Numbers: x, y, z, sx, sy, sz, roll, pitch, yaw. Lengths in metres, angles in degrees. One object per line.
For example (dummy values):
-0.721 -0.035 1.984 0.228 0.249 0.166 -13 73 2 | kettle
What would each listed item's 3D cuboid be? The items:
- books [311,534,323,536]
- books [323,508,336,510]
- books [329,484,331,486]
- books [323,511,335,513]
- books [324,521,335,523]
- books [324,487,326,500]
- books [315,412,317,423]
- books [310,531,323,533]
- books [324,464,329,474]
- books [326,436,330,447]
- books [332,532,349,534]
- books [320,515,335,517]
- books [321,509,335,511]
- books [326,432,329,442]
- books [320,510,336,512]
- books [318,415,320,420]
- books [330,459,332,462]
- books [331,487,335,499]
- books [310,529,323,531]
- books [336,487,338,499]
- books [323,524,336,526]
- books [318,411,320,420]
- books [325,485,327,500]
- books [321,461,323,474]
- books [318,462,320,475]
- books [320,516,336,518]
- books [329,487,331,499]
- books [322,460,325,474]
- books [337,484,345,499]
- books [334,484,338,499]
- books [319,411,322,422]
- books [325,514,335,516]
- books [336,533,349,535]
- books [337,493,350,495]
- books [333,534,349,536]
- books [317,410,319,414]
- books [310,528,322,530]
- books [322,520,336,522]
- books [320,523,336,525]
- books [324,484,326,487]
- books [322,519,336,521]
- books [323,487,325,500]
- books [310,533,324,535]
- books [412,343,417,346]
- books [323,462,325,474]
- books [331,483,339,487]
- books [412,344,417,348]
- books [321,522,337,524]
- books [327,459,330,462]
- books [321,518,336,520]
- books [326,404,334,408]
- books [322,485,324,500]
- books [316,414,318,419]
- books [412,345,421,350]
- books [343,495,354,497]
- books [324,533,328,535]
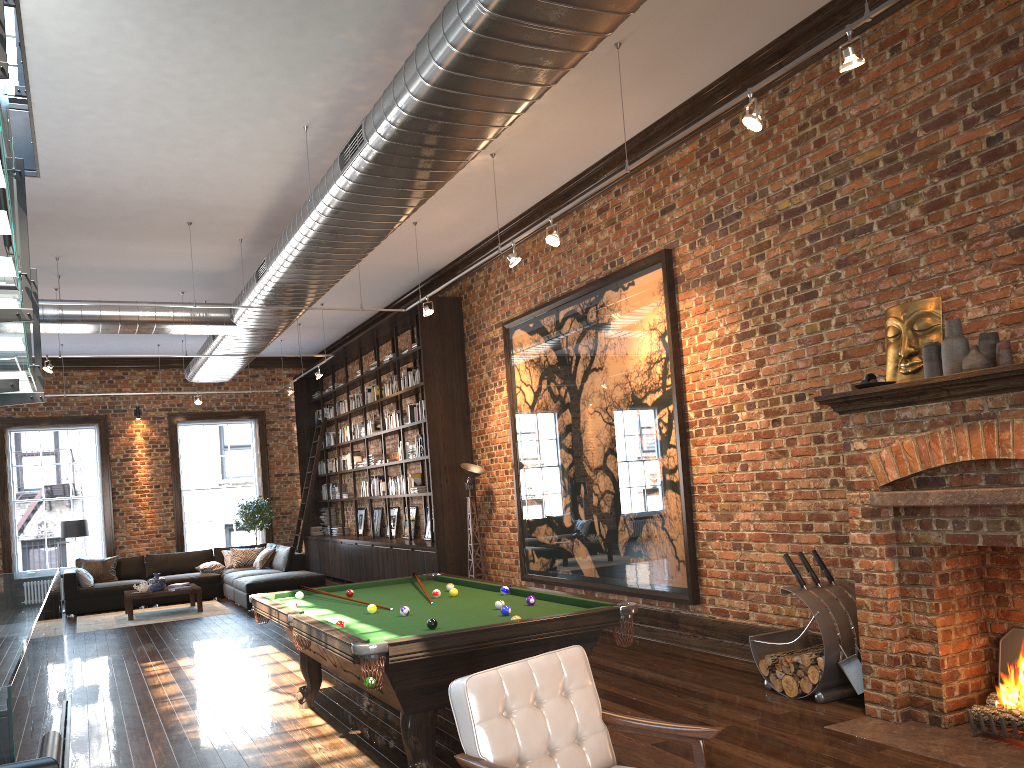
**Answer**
-3.911 3.019 17.759 0.207 0.013 0.281 -1 -7 -25 | books
-3.674 2.512 17.841 0.180 0.012 0.308 -1 -7 -27 | books
-3.561 2.137 17.620 0.139 0.303 0.016 -3 -2 -26 | books
-3.680 2.568 17.834 0.184 0.030 0.266 -2 -7 -21 | books
-3.667 2.774 17.833 0.183 0.033 0.272 -2 -7 -21 | books
-3.687 2.190 17.837 0.177 0.265 0.026 -3 -2 -26 | books
-3.901 0.705 18.027 0.186 0.274 0.015 -3 -2 -26 | books
-3.916 2.963 17.760 0.199 0.019 0.257 -1 -7 -24 | books
-3.625 1.681 17.608 0.187 0.211 0.035 -2 -2 -26 | books
-3.523 1.129 17.333 0.191 0.228 0.034 -2 -2 -26 | books
-3.283 2.853 16.987 0.226 0.007 0.373 -1 -7 -29 | books
-3.696 2.648 17.821 0.240 0.019 0.230 0 -8 -31 | books
-3.692 2.537 17.831 0.207 0.021 0.249 0 -8 -31 | books
-3.547 1.100 17.391 0.188 0.302 0.014 -3 -2 -26 | books
-3.703 2.551 17.824 0.251 0.006 0.273 -1 -7 -27 | books
-3.792 0.718 17.820 0.181 0.186 0.032 -2 -2 -26 | books
-3.450 1.593 17.275 0.159 0.284 0.014 -3 -2 -26 | books
-3.397 2.113 17.198 0.212 0.232 0.019 -2 -2 -26 | books
-3.917 2.920 17.762 0.205 0.015 0.266 -1 -7 -28 | books
-3.307 2.093 17.079 0.164 0.231 0.026 -3 -2 -26 | books
-3.675 2.828 17.825 0.210 0.019 0.344 -2 -7 -22 | books
-3.809 0.681 17.848 0.177 0.268 0.029 -3 -2 -26 | books
-3.633 2.156 17.724 0.183 0.300 0.015 -3 -2 -26 | books
-3.753 1.688 17.890 0.170 0.281 0.027 -3 -2 -26 | books
-3.845 1.722 18.040 0.186 0.260 0.014 -3 -2 -26 | books
-3.696 2.672 17.820 0.260 0.028 0.318 -1 -7 -26 | books
-3.521 2.148 17.481 0.187 0.243 0.026 -3 -2 -26 | books
-3.692 1.658 17.734 0.187 0.296 0.016 -3 -2 -26 | books
-3.275 2.060 17.031 0.129 0.281 0.030 -3 -2 -26 | books
-3.352 2.082 17.193 0.159 0.284 0.014 -3 -2 -26 | books
-3.724 0.656 17.657 0.190 0.262 0.066 -3 -2 -26 | books
-3.667 2.633 17.837 0.171 0.010 0.327 -2 -7 -23 | books
-3.273 2.868 16.991 0.228 0.008 0.330 -1 -7 -26 | books
-3.198 2.090 16.857 0.159 0.007 0.329 0 -8 -30 | books
-3.282 2.891 16.985 0.228 0.008 0.333 0 -8 -30 | books
-3.863 0.682 17.988 0.180 0.306 0.014 -3 -2 -26 | books
-3.927 2.906 17.758 0.185 0.013 0.274 -1 -7 -24 | books
-3.671 2.753 17.832 0.207 0.009 0.346 -1 -7 -25 | books
-3.688 2.815 17.820 0.245 0.008 0.310 -1 -7 -29 | books
-3.715 2.175 17.917 0.157 0.318 0.013 -3 -2 -26 | books
-3.685 2.733 17.821 0.219 0.006 0.353 -2 -7 -22 | books
-3.701 2.195 17.852 0.173 0.261 0.015 -3 -2 -26 | books
-3.906 3.007 17.762 0.210 0.011 0.274 -1 -7 -29 | books
-1.253 -0.579 12.552 0.202 0.015 0.363 0 -8 -31 | books
-3.667 1.679 17.676 0.188 0.236 0.025 -3 -2 -26 | books
-3.437 2.094 17.316 0.165 0.303 0.013 -3 -2 -26 | books
-1.253 -0.550 12.550 0.229 0.018 0.316 -1 -7 -25 | books
-3.683 2.801 17.823 0.249 0.020 0.319 -1 -7 -26 | books
-3.627 1.641 17.637 0.178 0.298 0.015 -3 -2 -26 | books
-3.687 2.708 17.822 0.238 0.015 0.251 -1 -7 -24 | books
-3.527 0.562 17.289 0.167 0.337 0.016 -3 -2 -26 | books
-3.743 2.196 17.968 0.181 0.293 0.051 -3 -2 -26 | books
-3.860 0.722 17.955 0.188 0.218 0.016 -2 -2 -26 | books
-1.253 -0.514 12.547 0.229 0.007 0.354 -1 -7 -24 | books
-3.039 2.089 16.542 0.160 0.005 0.293 -2 -7 -23 | books
-3.651 2.998 17.826 0.198 0.035 0.219 -2 -7 -23 | books
